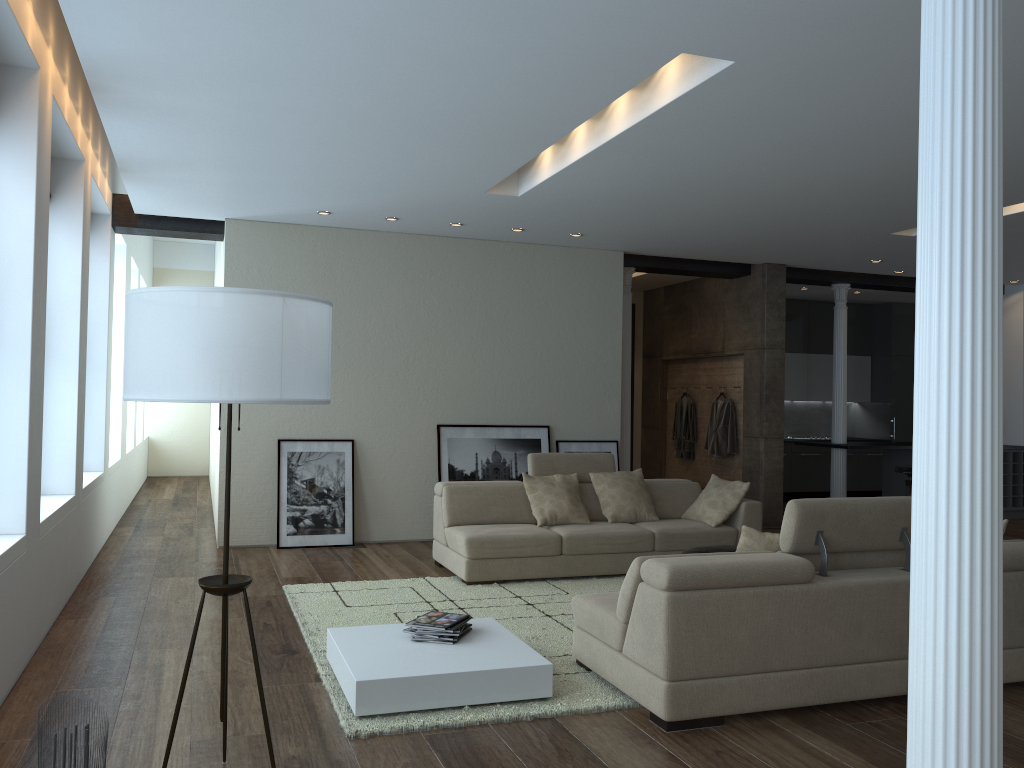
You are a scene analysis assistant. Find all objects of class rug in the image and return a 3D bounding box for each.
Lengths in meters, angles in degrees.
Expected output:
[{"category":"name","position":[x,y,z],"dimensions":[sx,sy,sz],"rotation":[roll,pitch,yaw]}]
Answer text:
[{"category":"rug","position":[0.837,1.502,5.708],"dimensions":[4.231,0.020,2.972],"rotation":[2,-1,-19]}]

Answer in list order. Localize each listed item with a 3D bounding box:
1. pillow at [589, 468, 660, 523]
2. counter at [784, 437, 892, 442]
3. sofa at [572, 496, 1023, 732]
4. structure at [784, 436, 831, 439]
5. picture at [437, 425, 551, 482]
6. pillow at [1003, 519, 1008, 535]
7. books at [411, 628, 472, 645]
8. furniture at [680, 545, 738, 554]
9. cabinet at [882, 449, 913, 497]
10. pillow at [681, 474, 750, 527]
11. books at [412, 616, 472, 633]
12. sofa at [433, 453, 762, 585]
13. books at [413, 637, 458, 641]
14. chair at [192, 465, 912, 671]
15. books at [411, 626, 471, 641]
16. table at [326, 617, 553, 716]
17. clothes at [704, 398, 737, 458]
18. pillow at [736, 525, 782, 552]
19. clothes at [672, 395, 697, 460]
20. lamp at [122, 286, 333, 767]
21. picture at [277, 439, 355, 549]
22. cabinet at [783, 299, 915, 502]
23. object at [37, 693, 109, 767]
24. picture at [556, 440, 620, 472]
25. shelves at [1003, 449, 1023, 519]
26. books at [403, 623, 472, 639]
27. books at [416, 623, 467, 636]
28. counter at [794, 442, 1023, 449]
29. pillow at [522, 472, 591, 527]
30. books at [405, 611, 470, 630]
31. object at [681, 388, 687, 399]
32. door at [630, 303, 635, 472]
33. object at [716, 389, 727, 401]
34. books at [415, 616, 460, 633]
[{"category":"pillow","position":[0.947,0.944,7.499],"dimensions":[0.534,0.439,0.301],"rotation":[2,-1,-23]},{"category":"counter","position":[3.890,0.915,13.142],"dimensions":[3.597,0.223,0.807],"rotation":[2,-1,-19]},{"category":"sofa","position":[1.688,1.033,4.620],"dimensions":[2.581,0.950,1.021],"rotation":[2,-1,-19]},{"category":"structure","position":[4.476,0.820,13.304],"dimensions":[0.900,0.066,0.520],"rotation":[2,-1,-19]},{"category":"picture","position":[-0.154,0.981,8.794],"dimensions":[1.183,1.140,0.225],"rotation":[2,-1,-19]},{"category":"pillow","position":[2.572,0.953,5.170],"dimensions":[0.395,0.393,0.518],"rotation":[1,-1,-16]},{"category":"books","position":[-0.354,1.271,4.509],"dimensions":[0.220,0.010,0.300],"rotation":[1,-1,16]},{"category":"furniture","position":[1.664,1.338,6.026],"dimensions":[1.057,0.355,1.057],"rotation":[1,-1,-17]},{"category":"cabinet","position":[5.330,1.256,11.366],"dimensions":[0.642,0.897,0.900],"rotation":[2,-1,-19]},{"category":"pillow","position":[1.743,0.982,7.526],"dimensions":[0.395,0.393,0.518],"rotation":[2,-1,-23]},{"category":"books","position":[-0.352,1.213,4.511],"dimensions":[0.220,0.010,0.300],"rotation":[1,-1,16]},{"category":"sofa","position":[0.710,1.067,7.400],"dimensions":[2.581,0.950,1.021],"rotation":[2,-1,-19]},{"category":"books","position":[-0.378,1.262,4.516],"dimensions":[0.220,0.010,0.300],"rotation":[1,-1,1]},{"category":"chair","position":[5.125,1.401,7.256],"dimensions":[16.134,0.952,21.556],"rotation":[2,-1,-19]},{"category":"books","position":[-0.353,1.252,4.510],"dimensions":[0.220,0.010,0.300],"rotation":[1,-1,16]},{"category":"table","position":[-0.387,1.357,4.323],"dimensions":[0.900,0.170,0.900],"rotation":[2,-1,-19]},{"category":"clothes","position":[2.545,0.531,10.851],"dimensions":[0.173,0.735,0.700],"rotation":[2,-1,-21]},{"category":"pillow","position":[1.341,0.905,4.499],"dimensions":[0.519,0.416,0.368],"rotation":[1,-1,-15]},{"category":"clothes","position":[2.256,0.567,11.701],"dimensions":[0.141,0.855,0.569],"rotation":[1,-1,-19]},{"category":"lamp","position":[-1.009,0.560,3.135],"dimensions":[0.698,1.728,0.698],"rotation":[1,-1,4]},{"category":"picture","position":[-1.815,1.012,8.224],"dimensions":[0.700,0.988,0.195],"rotation":[2,-1,-19]},{"category":"cabinet","position":[5.705,0.261,13.778],"dimensions":[7.409,2.980,0.827],"rotation":[2,-1,-19]},{"category":"object","position":[-0.874,1.013,1.748],"dimensions":[0.458,0.781,0.458],"rotation":[2,-1,-20]},{"category":"picture","position":[0.803,1.081,9.143],"dimensions":[0.700,0.988,0.195],"rotation":[2,-1,-19]},{"category":"shelves","position":[6.435,1.285,11.755],"dimensions":[1.700,0.897,0.900],"rotation":[2,-1,-19]},{"category":"books","position":[-0.377,1.242,4.517],"dimensions":[0.220,0.010,0.300],"rotation":[0,-1,31]},{"category":"books","position":[-0.353,1.233,4.510],"dimensions":[0.220,0.010,0.300],"rotation":[1,-1,6]},{"category":"counter","position":[5.501,0.792,11.432],"dimensions":[3.700,0.040,1.000],"rotation":[2,-1,-19]},{"category":"pillow","position":[0.362,0.939,7.280],"dimensions":[0.519,0.416,0.368],"rotation":[2,-1,-24]},{"category":"books","position":[-0.377,1.204,4.518],"dimensions":[0.220,0.010,0.300],"rotation":[1,-1,21]},{"category":"object","position":[2.282,0.154,11.708],"dimensions":[0.010,0.219,0.430],"rotation":[2,-1,-19]},{"category":"door","position":[1.216,0.244,12.622],"dimensions":[1.037,2.814,0.246],"rotation":[2,-1,-19]},{"category":"object","position":[2.570,0.143,10.853],"dimensions":[0.010,0.219,0.430],"rotation":[2,-1,-19]},{"category":"books","position":[-0.377,1.223,4.517],"dimensions":[0.220,0.010,0.300],"rotation":[1,-1,-4]}]
